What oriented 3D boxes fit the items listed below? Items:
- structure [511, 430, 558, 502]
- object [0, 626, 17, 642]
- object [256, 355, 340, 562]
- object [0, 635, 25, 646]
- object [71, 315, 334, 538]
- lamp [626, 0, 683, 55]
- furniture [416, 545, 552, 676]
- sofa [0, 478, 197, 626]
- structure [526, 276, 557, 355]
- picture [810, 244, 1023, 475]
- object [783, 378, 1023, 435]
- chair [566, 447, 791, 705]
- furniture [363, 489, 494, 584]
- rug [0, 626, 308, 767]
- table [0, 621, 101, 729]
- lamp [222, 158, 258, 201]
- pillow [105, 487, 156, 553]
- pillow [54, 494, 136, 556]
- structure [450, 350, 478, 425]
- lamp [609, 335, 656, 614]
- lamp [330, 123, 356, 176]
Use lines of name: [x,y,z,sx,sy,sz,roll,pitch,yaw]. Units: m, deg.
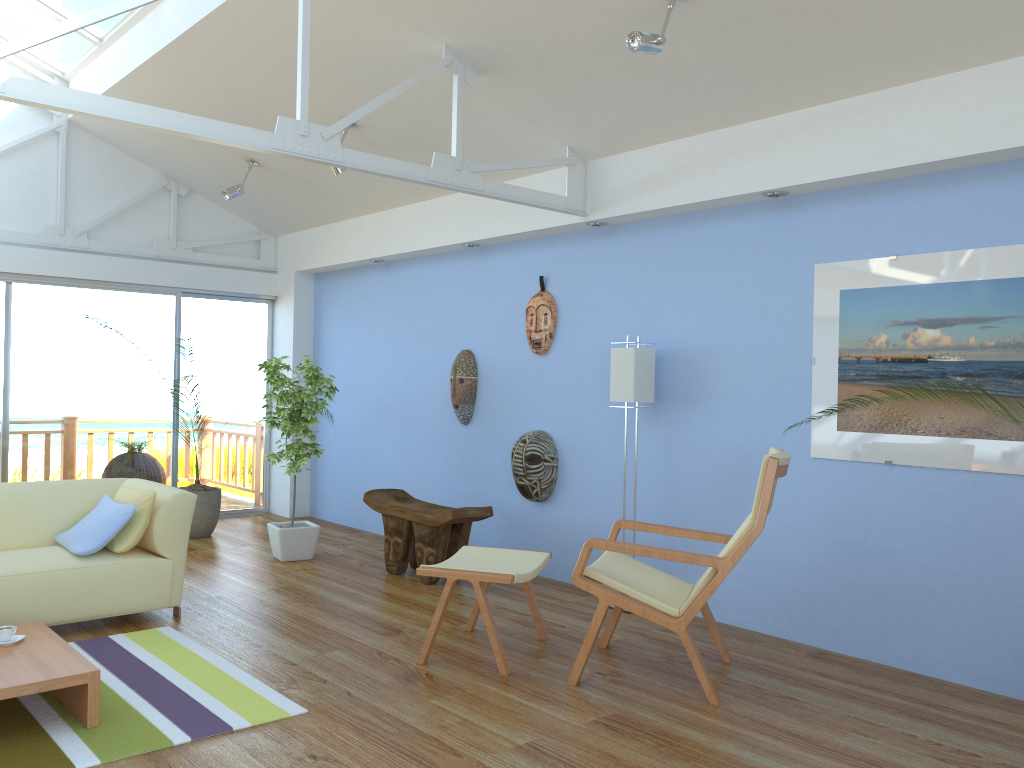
structure: [0.107,0.533,5.700,0.185,0.466,0.359,1,0,-41]
object: [-1.930,0.940,3.391,0.062,0.077,0.086,1,0,19]
object: [-1.483,0.502,6.106,0.495,1.409,0.699,1,0,2]
object: [-1.934,0.978,3.382,0.118,0.016,0.118,1,0,4]
object: [-2.347,0.341,6.894,1.563,1.695,1.706,1,0,40]
lamp: [0.590,-1.494,3.657,0.257,0.296,0.119,1,0,-24]
furniture: [-0.117,1.021,4.106,0.449,0.427,0.619,1,0,19]
sofa: [-2.821,0.819,4.104,2.448,0.597,0.950,1,0,-41]
structure: [0.176,-0.444,5.738,0.063,0.508,0.264,1,0,-41]
picture: [1.927,-0.104,3.771,0.005,0.937,1.419,1,0,-41]
object: [1.720,0.424,2.207,1.563,1.695,1.706,1,0,-20]
chair: [0.740,0.762,3.816,0.859,0.982,0.632,1,0,19]
furniture: [-0.562,0.972,5.650,0.329,0.507,1.100,1,0,-41]
rug: [-2.011,1.189,3.132,2.100,0.018,1.400,1,0,-41]
table: [-1.997,1.081,3.122,0.800,0.198,0.800,1,0,-41]
lamp: [-2.043,-1.532,6.667,0.254,0.327,0.118,1,0,-24]
pillow: [-2.037,0.682,4.596,0.201,0.311,0.559,1,0,-41]
pillow: [-2.139,0.716,4.522,0.272,0.244,0.566,1,0,-39]
structure: [-0.371,0.023,6.311,0.115,0.541,0.254,1,0,-41]
lamp: [0.663,0.491,4.962,0.200,1.520,0.200,1,0,-41]
lamp: [-1.096,-1.501,5.630,0.195,0.351,0.127,1,0,-24]
